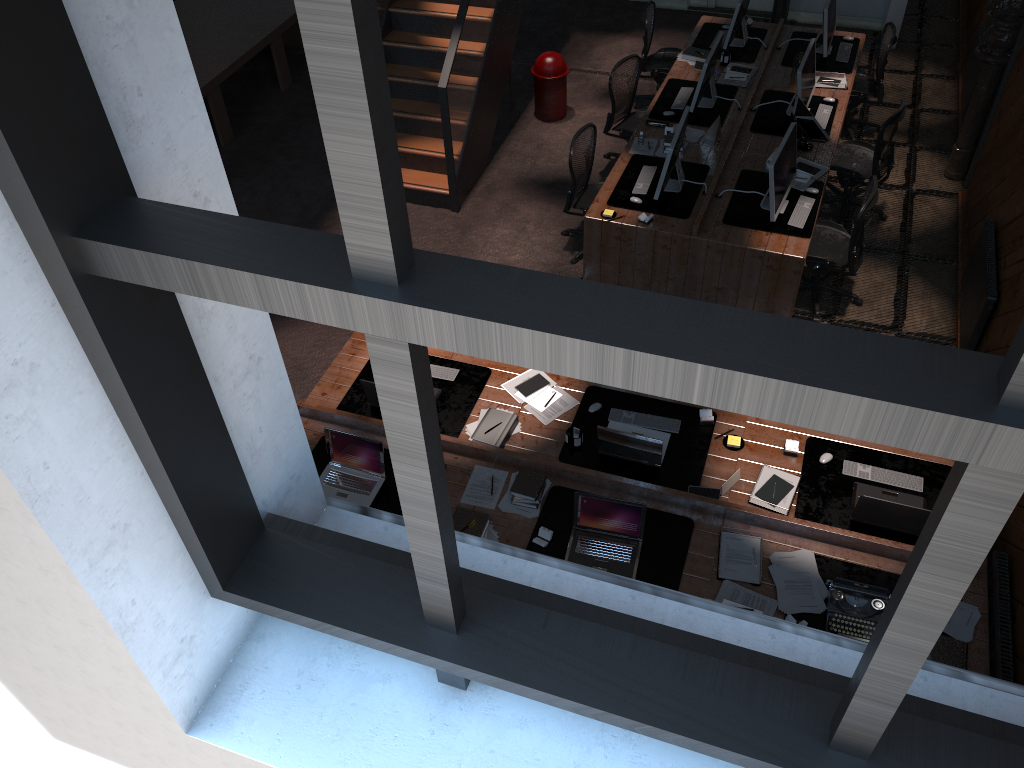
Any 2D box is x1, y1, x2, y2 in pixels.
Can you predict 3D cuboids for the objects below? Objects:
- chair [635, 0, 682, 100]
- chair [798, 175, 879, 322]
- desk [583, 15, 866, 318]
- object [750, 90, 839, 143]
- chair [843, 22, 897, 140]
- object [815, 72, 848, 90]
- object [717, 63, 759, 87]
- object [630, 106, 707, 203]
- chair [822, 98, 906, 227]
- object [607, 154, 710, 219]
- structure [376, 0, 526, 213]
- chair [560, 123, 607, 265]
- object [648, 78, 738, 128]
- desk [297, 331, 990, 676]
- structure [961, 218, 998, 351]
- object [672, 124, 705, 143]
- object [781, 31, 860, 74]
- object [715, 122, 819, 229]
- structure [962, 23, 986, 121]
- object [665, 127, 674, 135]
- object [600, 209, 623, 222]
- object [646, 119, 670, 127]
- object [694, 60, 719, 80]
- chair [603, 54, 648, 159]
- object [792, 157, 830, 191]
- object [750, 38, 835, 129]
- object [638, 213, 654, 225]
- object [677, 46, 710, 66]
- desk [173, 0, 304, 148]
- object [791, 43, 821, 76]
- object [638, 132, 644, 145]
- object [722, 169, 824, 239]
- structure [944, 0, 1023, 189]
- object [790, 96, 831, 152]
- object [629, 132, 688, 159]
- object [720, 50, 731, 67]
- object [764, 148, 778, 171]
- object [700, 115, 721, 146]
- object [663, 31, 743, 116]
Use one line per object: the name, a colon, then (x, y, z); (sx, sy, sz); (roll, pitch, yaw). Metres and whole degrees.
chair: (1.662, -3.520, 9.571); (0.792, 1.085, 0.770); (-3, 45, 1)
chair: (2.515, -1.129, 7.107); (0.792, 1.085, 0.770); (4, 45, 8)
desk: (2.164, -2.280, 8.464); (1.748, 0.840, 4.117); (14, 47, 17)
object: (2.604, -2.477, 8.163); (0.687, 0.008, 0.848); (14, 47, 16)
chair: (3.487, -3.067, 9.006); (0.792, 1.085, 0.770); (-3, 45, 1)
object: (3.076, -2.925, 8.552); (0.316, 0.060, 0.229); (7, 46, 11)
object: (2.227, -3.061, 8.756); (0.304, 0.017, 0.467); (18, 49, 21)
object: (1.331, -1.835, 7.203); (0.610, 0.573, 0.714); (12, 47, 15)
chair: (3.099, -2.030, 7.982); (0.792, 1.085, 0.770); (12, 47, 15)
object: (1.235, -1.667, 7.427); (0.687, 0.008, 0.848); (14, 47, 16)
structure: (-0.029, -4.858, 9.430); (10.620, 4.603, 5.793); (12, 47, 15)
chair: (0.808, -1.676, 7.760); (0.792, 1.085, 0.770); (4, 45, 8)
object: (1.726, -2.671, 8.411); (0.687, 0.008, 0.848); (14, 47, 16)
desk: (0.572, 0.821, 5.428); (4.117, 0.840, 1.748); (12, 47, 15)
structure: (3.493, -0.695, 6.659); (0.073, 0.628, 1.064); (12, 47, 15)
object: (1.570, -2.270, 8.019); (0.315, 0.002, 0.246); (25, 51, 26)
object: (3.157, -3.393, 9.055); (0.687, 0.008, 0.848); (14, 47, 16)
object: (2.123, -1.607, 6.929); (0.811, 0.578, 0.663); (-12, 45, -9)
structure: (4.729, -3.177, 9.091); (0.073, 0.628, 1.064); (12, 47, 15)
object: (1.408, -2.256, 7.947); (0.076, 0.102, 0.034); (13, 47, 16)
object: (0.786, -1.370, 7.139); (0.158, 0.026, 0.154); (-19, 47, -15)
object: (1.336, -2.392, 8.137); (0.215, 0.031, 0.089); (12, 47, 15)
object: (1.961, -3.125, 8.800); (0.129, 0.083, 0.347); (-25, 48, -20)
chair: (1.270, -2.589, 8.655); (0.792, 1.085, 0.770); (12, 47, 15)
object: (2.422, -1.770, 7.441); (0.304, 0.017, 0.467); (32, 54, 30)
object: (2.682, -2.675, 7.974); (0.772, 0.578, 0.642); (-19, 47, -15)
object: (1.063, -1.325, 7.052); (0.106, 0.063, 0.082); (26, 52, 27)
object: (1.863, -3.362, 9.059); (0.363, 0.065, 0.325); (34, 55, 31)
desk: (-3.675, -3.458, 10.064); (1.650, 0.750, 3.630); (12, 47, 15)
object: (2.853, -3.163, 8.599); (0.229, 0.351, 0.135); (11, 46, 14)
object: (1.156, -2.205, 7.934); (0.054, 0.064, 0.159); (4, 45, 7)
object: (2.123, -1.471, 7.176); (0.687, 0.008, 0.848); (14, 47, 16)
structure: (4.387, -3.069, 7.792); (0.500, 2.745, 1.003); (17, 48, 19)
object: (2.535, -2.216, 7.632); (0.304, 0.380, 0.417); (-7, 45, -4)
object: (1.298, -2.134, 7.829); (0.478, 0.098, 0.319); (11, 47, 14)
object: (2.145, -3.271, 8.908); (0.078, 0.138, 0.099); (26, 52, 27)
object: (2.248, -1.905, 7.547); (0.128, 0.146, 0.253); (23, 51, 25)
object: (1.754, -2.268, 7.780); (0.165, 0.320, 0.178); (20, 49, 22)
object: (1.710, -2.837, 8.194); (0.735, 0.576, 0.654); (-18, 46, -14)
